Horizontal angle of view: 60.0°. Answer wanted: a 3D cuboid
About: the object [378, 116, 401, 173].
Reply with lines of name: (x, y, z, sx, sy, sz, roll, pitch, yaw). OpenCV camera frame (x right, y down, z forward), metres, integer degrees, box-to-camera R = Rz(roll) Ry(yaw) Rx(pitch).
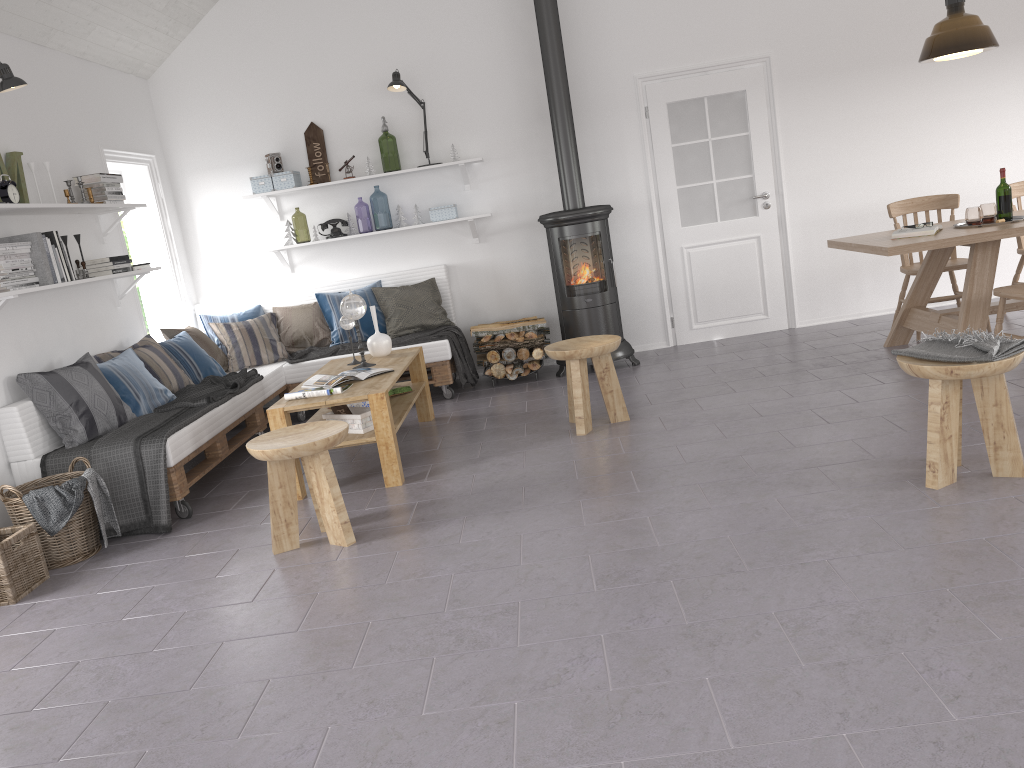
object: (-0.931, -1.796, 6.655, 0.136, 0.415, 0.136, -1, 14, 35)

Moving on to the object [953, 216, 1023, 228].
object: (2.783, -0.941, 5.154, 0.394, 0.014, 0.394, -19, 15, -42)

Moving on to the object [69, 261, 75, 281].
object: (-2.495, -0.638, 5.008, 0.032, 0.117, 0.058, -14, 12, -22)

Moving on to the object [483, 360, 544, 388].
object: (0.022, -0.103, 6.770, 0.456, 0.118, 0.478, -8, 11, 3)

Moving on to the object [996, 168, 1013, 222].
object: (2.833, -1.090, 5.109, 0.081, 0.303, 0.081, -15, 13, -29)

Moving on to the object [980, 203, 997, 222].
object: (2.815, -1.012, 5.243, 0.095, 0.106, 0.095, -2, 13, 31)

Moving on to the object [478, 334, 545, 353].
object: (-0.002, -0.298, 6.516, 0.480, 0.104, 0.126, -8, 11, 5)

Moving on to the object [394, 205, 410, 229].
object: (-0.857, -1.292, 6.804, 0.103, 0.178, 0.097, -16, 13, -33)

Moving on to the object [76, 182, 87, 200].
object: (-2.536, -1.122, 5.242, 0.055, 0.153, 0.055, -15, 13, -29)

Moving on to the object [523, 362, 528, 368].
object: (0.104, -0.176, 6.719, 0.046, 0.033, 0.425, -8, 11, 3)

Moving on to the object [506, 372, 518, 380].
object: (0.015, -0.114, 6.747, 0.095, 0.063, 0.562, -8, 11, 4)

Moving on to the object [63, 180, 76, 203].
object: (-2.509, -1.088, 5.045, 0.055, 0.153, 0.055, -13, 12, -19)

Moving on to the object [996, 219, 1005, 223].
object: (2.781, -0.926, 5.049, 0.046, 0.024, 0.024, -12, 12, -17)

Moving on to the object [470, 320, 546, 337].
object: (-0.028, -0.407, 6.523, 0.571, 0.079, 0.115, -8, 11, 4)

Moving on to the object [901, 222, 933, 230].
object: (2.370, -0.925, 5.183, 0.141, 0.030, 0.135, -11, 11, -12)

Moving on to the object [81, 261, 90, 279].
object: (-2.429, -0.647, 5.043, 0.032, 0.102, 0.058, -9, 11, -2)

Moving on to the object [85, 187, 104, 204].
object: (-2.460, -1.095, 5.181, 0.124, 0.100, 0.124, -4, 12, 25)

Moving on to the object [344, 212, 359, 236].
object: (-1.249, -1.233, 6.829, 0.127, 0.176, 0.007, -7, 11, 8)

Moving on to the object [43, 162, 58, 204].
object: (-2.588, -1.117, 4.989, 0.084, 0.256, 0.084, -15, 13, -28)

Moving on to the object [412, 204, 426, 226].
object: (-0.726, -1.297, 6.767, 0.088, 0.161, 0.093, -7, 11, 12)

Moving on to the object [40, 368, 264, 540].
object: (-1.945, 0.322, 5.139, 0.685, 0.533, 1.892, -9, 11, 2)

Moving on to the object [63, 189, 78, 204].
object: (-2.459, -1.033, 4.908, 0.088, 0.085, 0.088, -4, 12, 25)

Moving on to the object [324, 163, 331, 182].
object: (-1.390, -1.598, 6.721, 0.052, 0.148, 0.052, -17, 14, -35)

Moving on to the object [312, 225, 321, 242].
object: (-1.493, -1.149, 6.739, 0.072, 0.124, 0.068, -12, 11, -12)

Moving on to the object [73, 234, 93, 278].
object: (-2.507, -0.742, 5.174, 0.085, 0.259, 0.085, -15, 13, -28)

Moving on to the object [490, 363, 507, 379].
object: (-0.077, -0.138, 6.769, 0.118, 0.142, 0.520, -8, 11, 6)

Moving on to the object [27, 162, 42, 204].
object: (-2.635, -1.096, 4.919, 0.084, 0.256, 0.084, -15, 13, -28)

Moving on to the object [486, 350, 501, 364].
object: (-0.137, -0.245, 6.748, 0.103, 0.107, 0.516, -9, 11, 2)

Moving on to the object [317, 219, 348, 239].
object: (-1.369, -1.190, 6.795, 0.203, 0.146, 0.171, -4, 12, 26)

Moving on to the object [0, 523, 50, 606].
object: (-2.201, 0.784, 3.775, 0.276, 0.270, 0.276, -8, 11, 3)

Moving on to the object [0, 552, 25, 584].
object: (-2.151, 0.735, 3.745, 0.095, 0.332, 0.284, -13, 12, -18)

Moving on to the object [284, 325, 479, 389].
object: (-0.992, -0.114, 6.616, 1.449, 0.508, 0.716, -11, 11, -7)

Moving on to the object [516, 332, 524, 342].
object: (0.061, -0.377, 6.647, 0.059, 0.048, 0.529, -8, 11, 3)

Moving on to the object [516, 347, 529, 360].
object: (0.079, -0.264, 6.715, 0.102, 0.102, 0.561, -9, 11, 2)

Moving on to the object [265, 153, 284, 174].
object: (-1.800, -1.677, 6.751, 0.121, 0.157, 0.117, -18, 14, -37)

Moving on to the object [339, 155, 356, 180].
object: (-1.247, -1.632, 6.719, 0.092, 0.172, 0.177, -15, 13, -28)

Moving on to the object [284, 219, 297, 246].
object: (-1.700, -1.165, 6.799, 0.113, 0.195, 0.107, -7, 11, 10)

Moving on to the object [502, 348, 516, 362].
object: (-0.024, -0.258, 6.718, 0.110, 0.109, 0.463, -9, 11, 1)

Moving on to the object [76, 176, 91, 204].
object: (-2.461, -1.106, 5.079, 0.066, 0.160, 0.066, -11, 11, -10)

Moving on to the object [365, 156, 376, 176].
object: (-1.073, -1.636, 6.664, 0.075, 0.147, 0.075, -15, 13, -29)

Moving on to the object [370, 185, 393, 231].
object: (-0.999, -1.336, 6.732, 0.137, 0.335, 0.137, -11, 11, -8)

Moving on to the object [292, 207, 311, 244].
object: (-1.615, -1.211, 6.769, 0.111, 0.270, 0.111, -5, 12, 21)

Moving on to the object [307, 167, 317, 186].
object: (-1.524, -1.576, 6.710, 0.085, 0.152, 0.085, -4, 12, 26)

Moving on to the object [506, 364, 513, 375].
object: (-0.009, -0.148, 6.729, 0.057, 0.050, 0.561, -8, 11, 3)

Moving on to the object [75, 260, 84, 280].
object: (-2.476, -0.654, 5.074, 0.032, 0.117, 0.058, -6, 11, 14)

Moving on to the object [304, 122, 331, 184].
object: (-1.494, -1.764, 6.793, 0.154, 0.480, 0.053, -8, 11, 8)

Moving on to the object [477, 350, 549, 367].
object: (0.005, -0.189, 6.678, 0.539, 0.070, 0.101, -8, 11, 4)

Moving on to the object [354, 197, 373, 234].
object: (-1.134, -1.285, 6.752, 0.111, 0.270, 0.111, -5, 12, 21)

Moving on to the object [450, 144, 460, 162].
object: (-0.436, -1.736, 6.667, 0.073, 0.142, 0.072, -1, 14, 35)

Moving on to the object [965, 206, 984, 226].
object: (2.681, -0.971, 5.143, 0.095, 0.106, 0.095, -2, 13, 31)

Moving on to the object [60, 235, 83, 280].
object: (-2.537, -0.719, 5.083, 0.085, 0.259, 0.085, -15, 13, -28)

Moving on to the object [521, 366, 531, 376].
object: (0.114, -0.139, 6.758, 0.096, 0.067, 0.467, -8, 11, 3)
